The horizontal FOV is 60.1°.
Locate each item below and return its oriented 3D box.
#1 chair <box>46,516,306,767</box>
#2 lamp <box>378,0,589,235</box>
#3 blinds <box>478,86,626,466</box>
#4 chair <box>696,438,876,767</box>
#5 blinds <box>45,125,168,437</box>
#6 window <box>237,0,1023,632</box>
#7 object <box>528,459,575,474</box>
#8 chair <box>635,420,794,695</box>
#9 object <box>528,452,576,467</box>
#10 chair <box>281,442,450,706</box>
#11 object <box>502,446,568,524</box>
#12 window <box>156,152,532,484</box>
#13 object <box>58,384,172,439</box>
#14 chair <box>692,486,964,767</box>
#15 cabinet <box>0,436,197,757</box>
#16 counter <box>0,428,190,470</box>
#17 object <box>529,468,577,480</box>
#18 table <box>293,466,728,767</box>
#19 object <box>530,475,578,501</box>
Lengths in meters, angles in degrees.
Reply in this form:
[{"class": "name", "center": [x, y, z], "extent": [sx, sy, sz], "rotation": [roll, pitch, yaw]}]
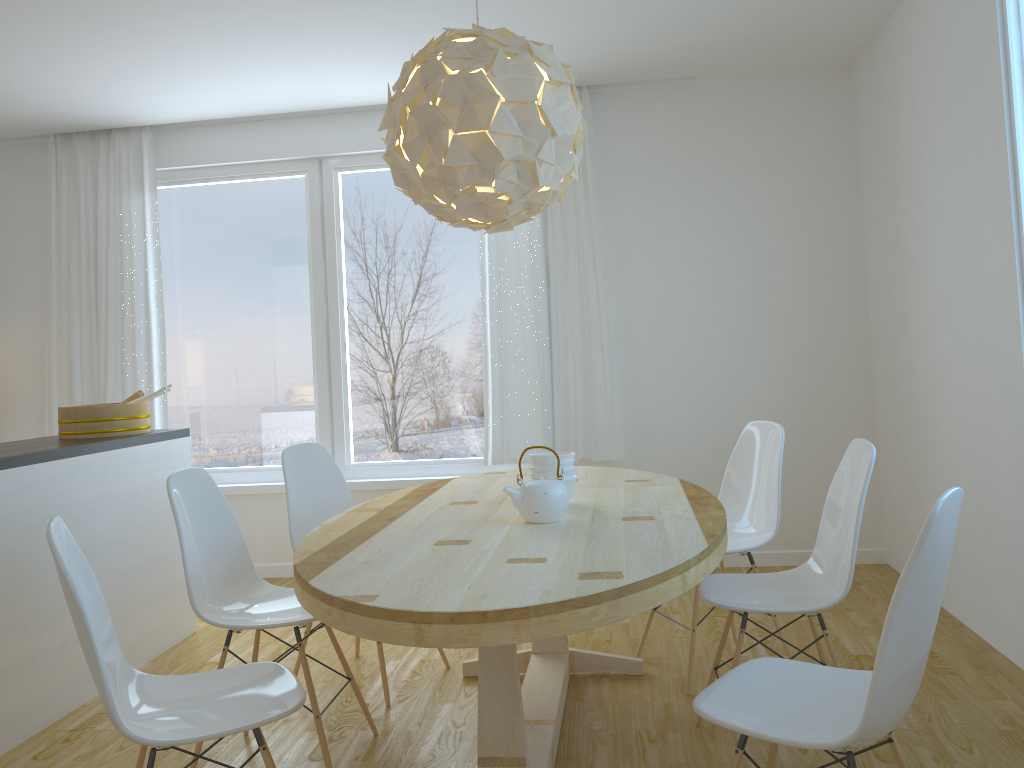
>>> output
[{"class": "chair", "center": [-0.697, 0.716, 1.924], "extent": [0.523, 0.903, 0.428], "rotation": [-2, -2, -23]}, {"class": "lamp", "center": [-0.098, -1.027, 2.775], "extent": [0.646, 1.137, 0.638], "rotation": [-3, -1, 6]}, {"class": "blinds", "center": [0.176, -0.636, 4.946], "extent": [0.794, 2.165, 0.150], "rotation": [-3, -2, 7]}, {"class": "chair", "center": [0.791, 0.623, 2.584], "extent": [0.523, 0.903, 0.429], "rotation": [-3, -2, 7]}, {"class": "blinds", "center": [-2.464, -0.505, 5.275], "extent": [0.794, 2.165, 0.150], "rotation": [-3, -2, 7]}, {"class": "window", "center": [0.357, -0.345, 2.166], "extent": [2.547, 2.058, 1.878], "rotation": [-3, -1, 7]}, {"class": "object", "center": [0.126, 0.288, 2.786], "extent": [0.150, 0.096, 0.152], "rotation": [-3, 0, 24]}, {"class": "chair", "center": [0.766, 0.607, 3.346], "extent": [0.523, 0.903, 0.429], "rotation": [-3, -2, -18]}, {"class": "object", "center": [0.127, 0.260, 2.788], "extent": [0.151, 0.087, 0.152], "rotation": [-3, 0, 35]}, {"class": "chair", "center": [-0.590, 0.677, 3.414], "extent": [0.522, 0.903, 0.430], "rotation": [-4, -2, 27]}, {"class": "object", "center": [0.068, 0.280, 2.499], "extent": [0.177, 0.212, 0.147], "rotation": [-3, -1, 7]}, {"class": "window", "center": [-1.094, -0.395, 5.294], "extent": [2.725, 1.923, 0.088], "rotation": [-3, -2, 7]}, {"class": "object", "center": [-1.818, 0.122, 4.005], "extent": [0.378, 0.214, 0.430], "rotation": [-3, 1, 35]}, {"class": "chair", "center": [0.618, 0.651, 1.750], "extent": [0.522, 0.903, 0.430], "rotation": [-4, -2, 37]}, {"class": "cabinet", "center": [-1.948, 0.752, 3.017], "extent": [0.600, 0.911, 2.400], "rotation": [-3, 1, 7]}, {"class": "counter", "center": [-1.973, 0.277, 3.036], "extent": [0.600, 0.040, 2.400], "rotation": [-3, 1, 7]}, {"class": "object", "center": [0.130, 0.312, 2.784], "extent": [0.152, 0.093, 0.151], "rotation": [-3, 0, -44]}, {"class": "table", "center": [0.051, 0.746, 2.685], "extent": [1.193, 0.726, 2.189], "rotation": [-3, 1, 6]}, {"class": "object", "center": [0.134, 0.335, 2.781], "extent": [0.152, 0.083, 0.151], "rotation": [-3, 1, -43]}]
